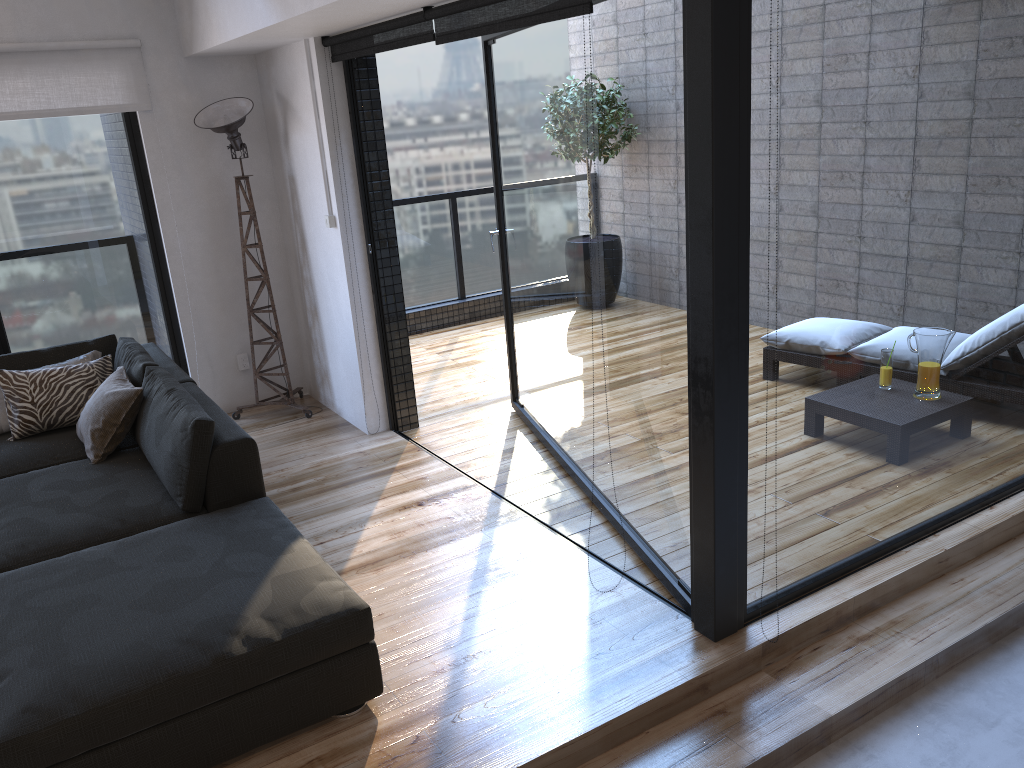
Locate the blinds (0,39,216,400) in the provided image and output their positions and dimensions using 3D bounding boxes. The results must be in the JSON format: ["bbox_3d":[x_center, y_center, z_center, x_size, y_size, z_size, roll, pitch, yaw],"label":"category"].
[{"bbox_3d":[-4.123,-0.279,3.774,5.360,2.053,0.095,-15,21,-29],"label":"blinds"}]

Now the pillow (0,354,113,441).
[{"bbox_3d":[-2.146,0.048,4.224,0.531,0.316,0.250,-13,20,-25],"label":"pillow"}]

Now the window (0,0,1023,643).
[{"bbox_3d":[-3.554,-1.249,1.853,13.375,5.593,5.647,-15,21,-29],"label":"window"}]

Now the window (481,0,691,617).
[{"bbox_3d":[0.229,-0.505,3.774,0.100,2.060,2.438,-9,18,-13],"label":"window"}]

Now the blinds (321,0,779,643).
[{"bbox_3d":[0.815,-0.428,3.334,3.861,2.061,1.820,0,19,13],"label":"blinds"}]

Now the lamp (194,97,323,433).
[{"bbox_3d":[-1.759,-0.554,4.758,0.424,1.836,1.464,13,25,42],"label":"lamp"}]

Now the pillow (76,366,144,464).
[{"bbox_3d":[-1.805,0.132,3.971,0.272,0.310,0.545,-15,21,-29],"label":"pillow"}]

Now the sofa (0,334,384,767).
[{"bbox_3d":[-2.463,0.638,3.055,3.039,0.703,2.990,-15,20,-29],"label":"sofa"}]

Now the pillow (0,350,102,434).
[{"bbox_3d":[-2.280,0.049,4.328,0.610,0.295,0.234,-14,21,-28],"label":"pillow"}]
